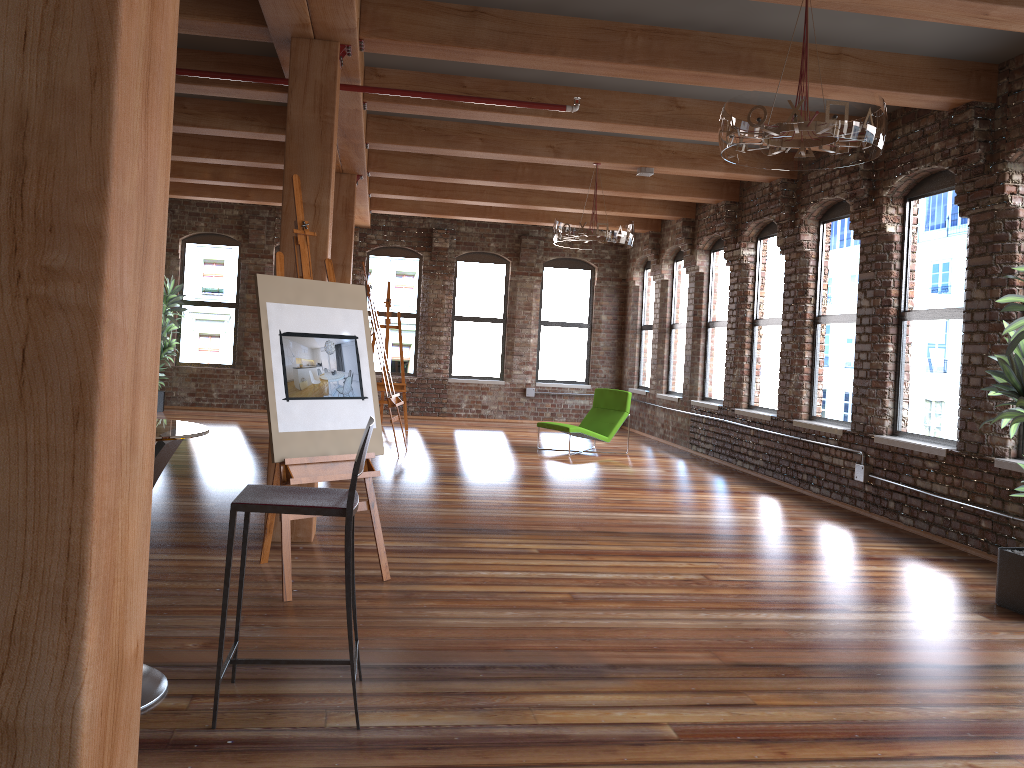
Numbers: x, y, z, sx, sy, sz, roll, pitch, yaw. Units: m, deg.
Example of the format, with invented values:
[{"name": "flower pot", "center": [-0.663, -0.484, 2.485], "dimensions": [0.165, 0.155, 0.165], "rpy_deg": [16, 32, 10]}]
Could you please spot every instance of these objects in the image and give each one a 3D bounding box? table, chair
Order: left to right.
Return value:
[{"name": "table", "center": [-1.440, 0.606, 3.029], "dimensions": [0.722, 0.924, 0.721], "rpy_deg": [3, 1, 16]}, {"name": "chair", "center": [-0.728, 0.608, 3.047], "dimensions": [0.466, 0.982, 0.430], "rpy_deg": [3, 0, -9]}, {"name": "chair", "center": [0.896, 0.454, 11.077], "dimensions": [0.955, 0.796, 0.681], "rpy_deg": [2, 1, -34]}]

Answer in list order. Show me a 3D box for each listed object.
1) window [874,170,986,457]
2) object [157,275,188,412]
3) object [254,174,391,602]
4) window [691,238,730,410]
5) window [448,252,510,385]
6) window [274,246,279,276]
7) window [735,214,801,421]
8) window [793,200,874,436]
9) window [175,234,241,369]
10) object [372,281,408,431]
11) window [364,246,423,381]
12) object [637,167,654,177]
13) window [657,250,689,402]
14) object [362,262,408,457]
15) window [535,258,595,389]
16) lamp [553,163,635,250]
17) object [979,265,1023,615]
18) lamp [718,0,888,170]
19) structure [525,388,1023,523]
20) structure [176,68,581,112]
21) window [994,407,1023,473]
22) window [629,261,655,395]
[{"name": "window", "center": [3.283, -0.589, 6.991], "dimensions": [0.232, 2.215, 0.969], "rpy_deg": [3, 0, -9]}, {"name": "object", "center": [-5.563, -0.641, 13.481], "dimensions": [1.079, 2.104, 0.967], "rpy_deg": [3, 0, -31]}, {"name": "object", "center": [-1.046, -0.057, 4.676], "dimensions": [0.685, 2.141, 0.701], "rpy_deg": [3, 0, 41]}, {"name": "window", "center": [2.624, -0.805, 11.340], "dimensions": [0.233, 2.215, 0.969], "rpy_deg": [3, 0, -9]}, {"name": "window", "center": [-0.548, -1.122, 14.975], "dimensions": [0.968, 2.219, 0.219], "rpy_deg": [3, 0, -9]}, {"name": "window", "center": [-3.449, -1.254, 14.533], "dimensions": [0.968, 2.228, 0.221], "rpy_deg": [3, 0, -9]}, {"name": "window", "center": [2.842, -0.733, 9.893], "dimensions": [0.230, 2.215, 0.969], "rpy_deg": [3, 0, -9]}, {"name": "window", "center": [3.065, -0.661, 8.442], "dimensions": [0.236, 2.215, 0.969], "rpy_deg": [3, 0, -9]}, {"name": "window", "center": [-4.908, -1.354, 14.379], "dimensions": [0.968, 2.170, 0.086], "rpy_deg": [3, 0, -9]}, {"name": "object", "center": [-1.816, -0.436, 12.825], "dimensions": [0.661, 2.141, 0.685], "rpy_deg": [3, 0, -14]}, {"name": "window", "center": [-2.002, -1.186, 14.753], "dimensions": [0.968, 2.228, 0.221], "rpy_deg": [3, 0, -9]}, {"name": "object", "center": [1.339, -2.136, 8.894], "dimensions": [0.145, 0.072, 0.147], "rpy_deg": [3, 2, -9]}, {"name": "window", "center": [2.403, -0.877, 12.792], "dimensions": [0.231, 2.215, 0.969], "rpy_deg": [3, 0, -9]}, {"name": "object", "center": [-1.506, -0.301, 9.987], "dimensions": [0.685, 2.141, 0.662], "rpy_deg": [3, 0, 1]}, {"name": "window", "center": [0.919, -1.054, 15.198], "dimensions": [0.968, 2.219, 0.219], "rpy_deg": [3, 0, -9]}, {"name": "lamp", "center": [0.822, -1.780, 8.779], "dimensions": [0.810, 0.815, 0.808], "rpy_deg": [4, 1, 27]}, {"name": "object", "center": [2.984, 0.177, 4.726], "dimensions": [0.967, 2.104, 1.080], "rpy_deg": [3, 0, 4]}, {"name": "lamp", "center": [1.474, -1.567, 4.480], "dimensions": [0.810, 0.815, 0.808], "rpy_deg": [4, 1, 34]}, {"name": "structure", "center": [2.824, 0.622, 8.609], "dimensions": [1.632, 0.313, 13.723], "rpy_deg": [2, 2, -16]}, {"name": "structure", "center": [-2.858, -2.209, 6.010], "dimensions": [6.805, 0.112, 0.051], "rpy_deg": [3, 0, -9]}, {"name": "window", "center": [3.505, -0.517, 5.540], "dimensions": [0.235, 2.215, 0.969], "rpy_deg": [3, 0, -9]}, {"name": "window", "center": [2.179, -0.950, 14.269], "dimensions": [0.232, 2.215, 0.969], "rpy_deg": [3, 0, -9]}]
